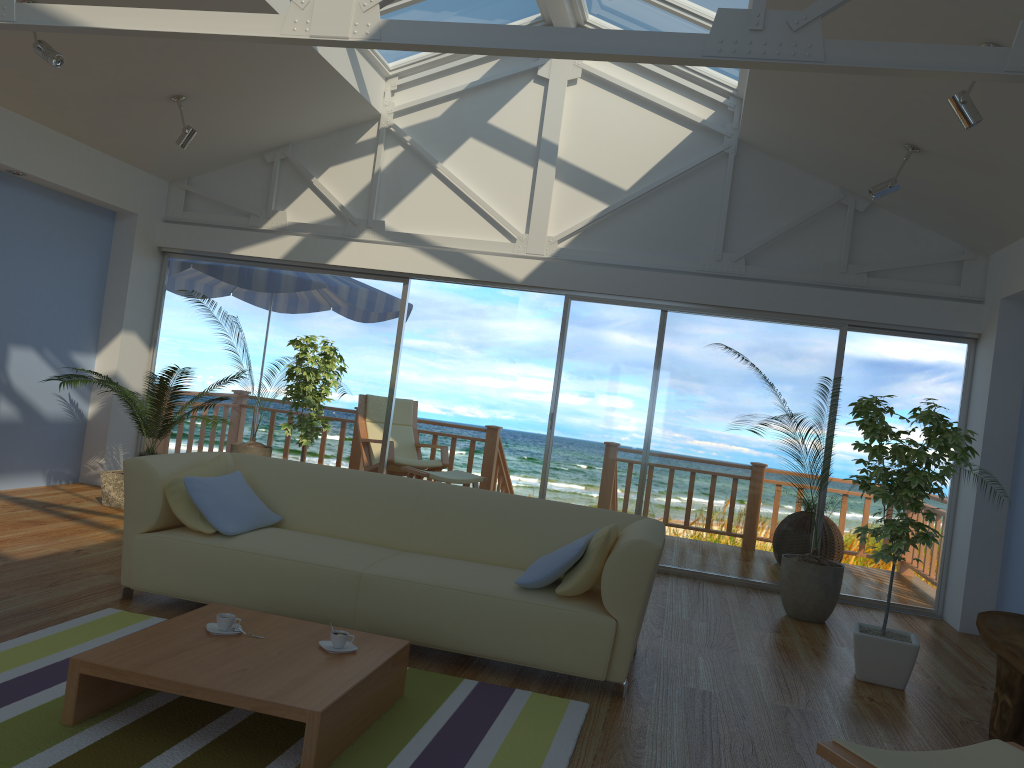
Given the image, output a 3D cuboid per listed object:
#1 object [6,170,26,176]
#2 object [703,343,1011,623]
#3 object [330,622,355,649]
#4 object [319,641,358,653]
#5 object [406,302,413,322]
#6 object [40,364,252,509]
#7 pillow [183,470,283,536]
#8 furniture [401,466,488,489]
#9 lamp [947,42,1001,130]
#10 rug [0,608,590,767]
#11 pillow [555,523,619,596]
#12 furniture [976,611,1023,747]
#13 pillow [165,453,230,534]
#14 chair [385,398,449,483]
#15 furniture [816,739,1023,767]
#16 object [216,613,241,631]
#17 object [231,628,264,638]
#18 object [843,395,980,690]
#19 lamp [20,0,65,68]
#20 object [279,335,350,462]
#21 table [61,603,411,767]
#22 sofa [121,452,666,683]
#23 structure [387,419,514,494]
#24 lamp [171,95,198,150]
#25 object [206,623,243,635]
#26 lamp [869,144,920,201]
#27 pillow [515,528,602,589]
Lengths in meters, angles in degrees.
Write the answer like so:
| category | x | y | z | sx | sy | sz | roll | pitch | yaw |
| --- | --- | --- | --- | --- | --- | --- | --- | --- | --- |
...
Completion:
| category | x | y | z | sx | sy | sz | roll | pitch | yaw |
| --- | --- | --- | --- | --- | --- | --- | --- | --- | --- |
| object | -3.338 | -1.438 | 5.971 | 0.122 | 0.050 | 0.122 | 8 | -1 | -5 |
| object | 2.005 | 0.641 | 5.501 | 1.706 | 1.695 | 1.563 | 7 | -1 | 3 |
| object | -0.581 | 0.864 | 3.037 | 0.086 | 0.077 | 0.062 | 8 | -1 | -18 |
| object | -0.595 | 0.900 | 3.034 | 0.118 | 0.016 | 0.118 | 8 | -1 | -33 |
| object | -2.526 | -0.236 | 9.017 | 2.775 | 2.341 | 2.775 | 7 | -1 | 34 |
| object | -2.681 | 0.338 | 6.464 | 1.413 | 1.093 | 1.488 | 8 | -1 | -6 |
| pillow | -1.308 | 0.561 | 4.212 | 0.272 | 0.244 | 0.566 | 7 | -1 | 9 |
| furniture | -0.611 | 0.964 | 7.639 | 0.619 | 0.427 | 0.449 | 8 | -1 | -33 |
| lamp | 1.977 | -1.269 | 3.796 | 0.195 | 0.351 | 0.127 | 7 | -1 | 29 |
| rug | -0.863 | 1.077 | 2.938 | 2.100 | 0.018 | 1.400 | 7 | -1 | 12 |
| pillow | 0.337 | 0.737 | 3.857 | 0.201 | 0.311 | 0.559 | 7 | -1 | 12 |
| furniture | 2.023 | 1.213 | 3.308 | 0.329 | 0.507 | 1.100 | 7 | -1 | 12 |
| pillow | -1.398 | 0.512 | 4.224 | 0.275 | 0.312 | 0.571 | 7 | -1 | 9 |
| chair | -1.066 | 0.635 | 8.394 | 0.632 | 0.982 | 0.859 | 8 | -1 | -33 |
| furniture | 1.066 | 1.110 | 2.020 | 0.619 | 0.427 | 0.449 | 8 | -1 | -18 |
| object | -0.984 | 0.825 | 3.067 | 0.078 | 0.049 | 0.062 | 8 | -1 | -42 |
| object | -0.908 | 0.853 | 3.044 | 0.119 | 0.021 | 0.025 | 8 | -1 | 3 |
| object | 1.884 | 0.754 | 4.332 | 0.699 | 1.409 | 0.495 | 8 | -1 | -35 |
| lamp | -2.506 | -1.861 | 4.734 | 0.254 | 0.327 | 0.118 | 8 | -1 | -6 |
| object | -1.504 | 0.335 | 6.538 | 0.495 | 1.409 | 0.699 | 8 | -1 | -15 |
| table | -0.850 | 0.970 | 2.924 | 0.800 | 0.198 | 0.800 | 7 | -1 | 12 |
| sofa | -0.540 | 0.780 | 4.181 | 2.448 | 0.597 | 0.950 | 7 | -1 | 12 |
| structure | 0.313 | 1.379 | 8.936 | 6.950 | 2.064 | 4.086 | 7 | -1 | 12 |
| lamp | -2.259 | -1.797 | 6.106 | 0.194 | 0.353 | 0.125 | 8 | -1 | -6 |
| object | -0.993 | 0.848 | 3.061 | 0.118 | 0.016 | 0.118 | 8 | -1 | -22 |
| lamp | 2.229 | -1.229 | 5.177 | 0.254 | 0.327 | 0.118 | 7 | -1 | 29 |
| pillow | 0.213 | 0.758 | 3.893 | 0.272 | 0.244 | 0.566 | 7 | -1 | 14 |
